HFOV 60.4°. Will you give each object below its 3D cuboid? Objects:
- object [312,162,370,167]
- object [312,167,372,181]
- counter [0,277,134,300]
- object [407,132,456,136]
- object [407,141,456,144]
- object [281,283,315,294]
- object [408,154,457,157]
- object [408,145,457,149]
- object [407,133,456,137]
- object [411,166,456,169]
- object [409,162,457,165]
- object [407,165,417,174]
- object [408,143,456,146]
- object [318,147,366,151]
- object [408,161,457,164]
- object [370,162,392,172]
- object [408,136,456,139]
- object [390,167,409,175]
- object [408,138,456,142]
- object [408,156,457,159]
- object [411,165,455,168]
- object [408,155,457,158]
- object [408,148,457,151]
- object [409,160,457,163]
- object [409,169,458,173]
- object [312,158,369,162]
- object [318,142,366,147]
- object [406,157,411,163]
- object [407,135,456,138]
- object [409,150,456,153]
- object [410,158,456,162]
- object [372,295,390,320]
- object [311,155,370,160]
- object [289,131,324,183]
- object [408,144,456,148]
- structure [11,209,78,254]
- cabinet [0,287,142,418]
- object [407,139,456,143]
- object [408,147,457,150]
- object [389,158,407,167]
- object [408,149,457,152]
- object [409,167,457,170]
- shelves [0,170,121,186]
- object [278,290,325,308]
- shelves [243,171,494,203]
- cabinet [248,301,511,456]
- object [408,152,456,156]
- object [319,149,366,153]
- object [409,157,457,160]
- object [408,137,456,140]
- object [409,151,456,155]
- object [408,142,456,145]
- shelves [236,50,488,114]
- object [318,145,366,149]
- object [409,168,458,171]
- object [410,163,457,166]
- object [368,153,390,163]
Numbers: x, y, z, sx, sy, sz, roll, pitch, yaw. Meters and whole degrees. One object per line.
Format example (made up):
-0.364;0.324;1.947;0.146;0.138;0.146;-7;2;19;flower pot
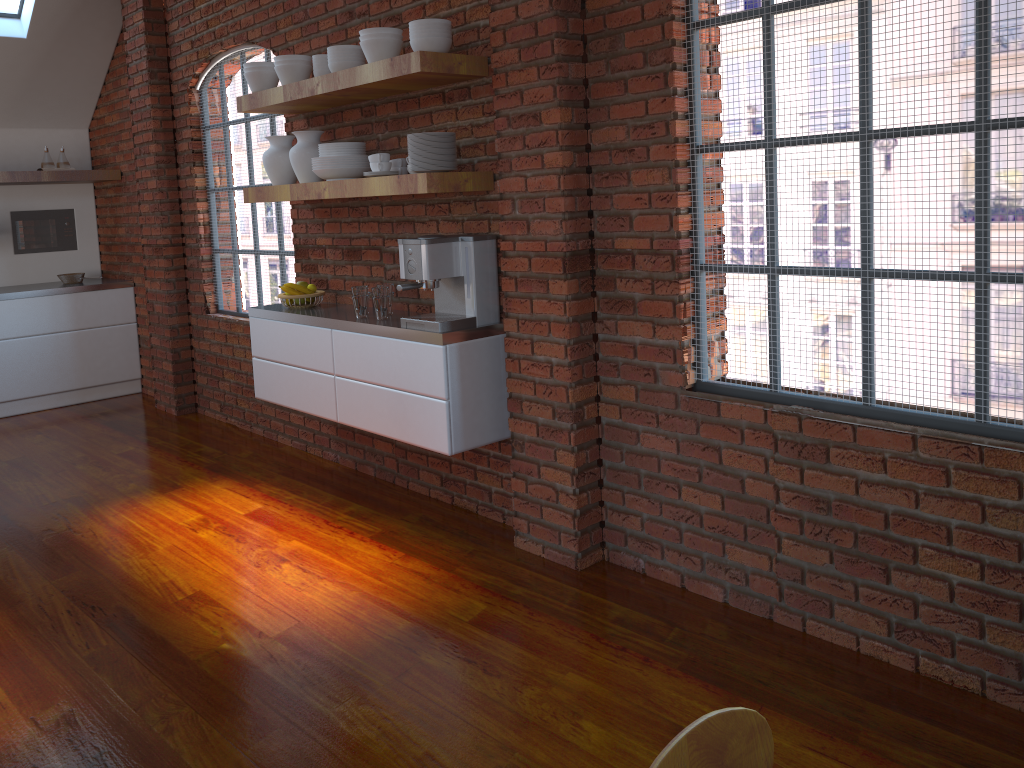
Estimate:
-0.765;-0.973;4.001;0.282;0.054;0.286;4;14;30;object
-0.764;-0.951;4.002;0.282;0.054;0.286;4;14;30;object
-3.844;-0.629;6.285;2.005;0.044;0.719;-14;16;-41;counter
-0.320;-0.988;3.504;0.195;0.013;0.197;-8;13;-25;object
-0.319;-0.956;3.507;0.195;0.013;0.197;-8;13;-25;object
-1.066;-0.468;4.401;0.184;0.084;0.067;-4;8;-5;object
-0.316;-0.906;3.512;0.195;0.013;0.197;-8;13;-25;object
-0.318;-0.937;3.509;0.195;0.013;0.197;-8;13;-25;object
-0.320;-0.983;3.505;0.195;0.013;0.197;-8;13;-25;object
-0.314;-0.860;3.516;0.195;0.013;0.197;-8;13;-25;object
-0.315;-0.874;3.515;0.195;0.013;0.197;-8;13;-25;object
-0.391;-0.894;3.681;0.092;0.046;0.100;-4;11;-7;object
-0.318;-0.946;3.508;0.195;0.013;0.197;-8;13;-25;object
-0.768;-1.042;3.994;0.214;0.054;0.216;7;15;38;object
-0.315;-0.878;3.514;0.195;0.013;0.197;-8;13;-25;object
-0.556;-0.911;3.718;0.092;0.046;0.100;7;15;41;object
-0.320;-0.974;3.506;0.195;0.013;0.197;-8;13;-25;object
-0.502;-0.935;3.896;0.092;0.046;0.100;3;12;27;object
-0.319;-0.965;3.506;0.195;0.013;0.197;-8;13;-25;object
-0.316;-0.897;3.513;0.195;0.013;0.197;-8;13;-25;object
-0.314;-0.864;3.516;0.195;0.013;0.197;-8;13;-25;object
-0.316;-0.901;3.512;0.195;0.013;0.197;-8;13;-25;object
-0.318;-0.928;3.510;0.195;0.013;0.197;-8;13;-25;object
-0.315;-0.883;3.514;0.195;0.013;0.197;-8;13;-25;object
-0.314;-0.846;3.517;0.195;0.013;0.197;-8;13;-25;object
-0.766;-0.992;3.999;0.282;0.054;0.286;4;14;30;object
-0.769;-1.061;3.993;0.214;0.054;0.216;7;15;38;object
-0.387;-0.927;3.681;0.092;0.058;0.101;-6;11;-18;object
-0.320;-0.979;3.505;0.195;0.013;0.197;-8;13;-25;object
-0.317;-0.919;3.511;0.195;0.013;0.197;-8;13;-25;object
-0.316;-0.888;3.513;0.195;0.013;0.197;-8;13;-25;object
-0.568;-0.331;3.829;0.078;0.103;0.078;-7;9;-30;object
-0.766;-1.002;3.998;0.282;0.054;0.286;4;14;30;object
-0.972;-1.087;4.234;0.192;0.246;0.195;0;8;19;object
-0.318;-0.942;3.509;0.195;0.013;0.197;-8;13;-25;object
-3.670;-1.200;6.915;0.461;0.330;0.013;-12;10;-42;structure
-3.825;-0.204;6.324;2.005;0.807;0.715;-13;13;-42;cabinet
-0.319;-0.961;3.507;0.195;0.013;0.197;-8;13;-25;object
-0.318;-0.933;3.509;0.195;0.013;0.197;-8;13;-25;object
-0.509;-0.967;3.894;0.092;0.058;0.102;0;11;16;object
-0.317;-0.924;3.510;0.195;0.013;0.197;-8;13;-25;object
-0.314;-0.856;3.516;0.195;0.013;0.197;-8;13;-25;object
-3.906;-1.447;6.230;1.999;0.075;0.659;-14;16;-41;shelves
-1.062;-0.425;4.453;0.235;0.070;0.240;-2;12;5;object
-0.717;-0.887;4.003;0.341;0.075;1.546;-13;16;-41;shelves
-0.678;-0.089;4.075;0.340;0.469;1.633;-9;13;-41;cabinet
-0.317;-0.910;3.511;0.195;0.013;0.197;-8;13;-25;object
-0.768;-1.032;3.995;0.214;0.054;0.216;7;15;38;object
-0.316;-0.892;3.513;0.195;0.013;0.197;-8;13;-25;object
-0.320;-0.970;3.506;0.195;0.013;0.197;-8;13;-25;object
-0.317;-0.915;3.511;0.195;0.013;0.197;-8;13;-25;object
-0.319;-0.951;3.508;0.195;0.013;0.197;-8;13;-25;object
-0.739;-1.333;3.963;0.341;0.075;1.546;-13;16;-41;shelves
-0.769;-1.051;3.993;0.214;0.054;0.216;7;15;38;object
-0.314;-0.851;3.517;0.195;0.013;0.197;-8;13;-25;object
-0.315;-0.869;3.515;0.195;0.013;0.197;-8;13;-25;object
-0.563;-0.943;3.717;0.092;0.058;0.101;3;12;31;object
